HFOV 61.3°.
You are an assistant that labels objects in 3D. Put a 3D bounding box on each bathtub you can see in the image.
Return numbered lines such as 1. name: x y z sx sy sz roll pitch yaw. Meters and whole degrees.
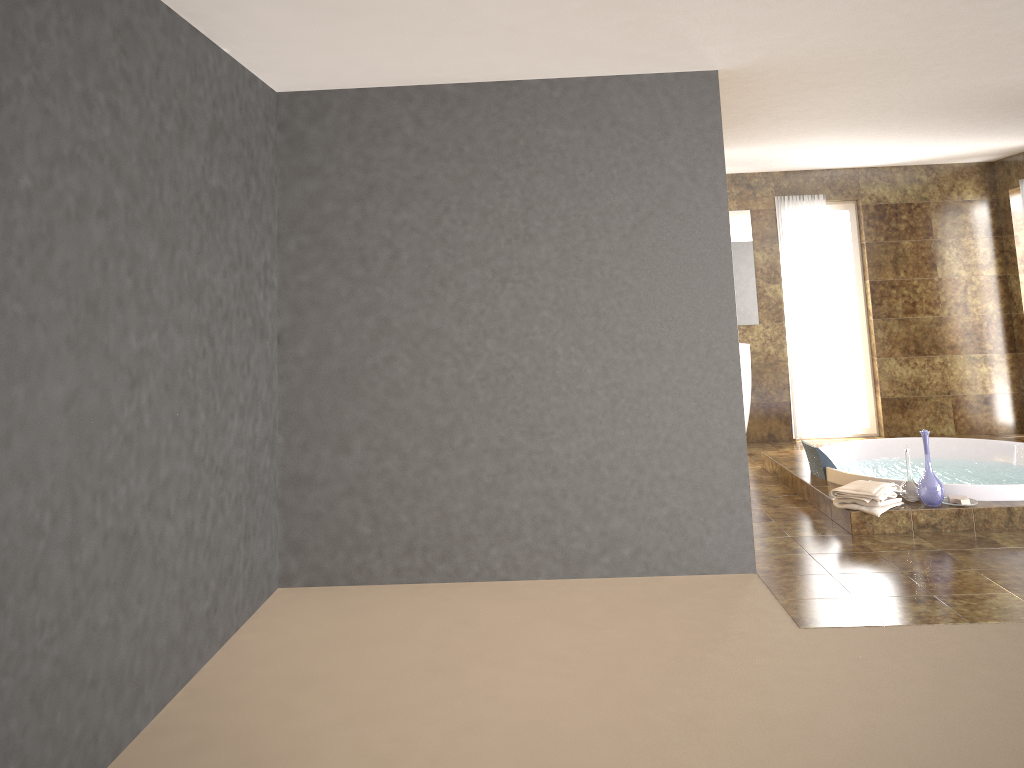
1. bathtub: 2.907 0.633 5.721 1.739 0.529 1.749 0 5 33

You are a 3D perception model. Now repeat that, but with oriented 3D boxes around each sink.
1. sink: 1.931 -0.004 7.780 0.458 1.153 0.428 -3 -6 5

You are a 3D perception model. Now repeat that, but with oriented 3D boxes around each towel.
1. towel: 2.007 0.634 4.904 0.321 0.152 0.336 -5 4 -43

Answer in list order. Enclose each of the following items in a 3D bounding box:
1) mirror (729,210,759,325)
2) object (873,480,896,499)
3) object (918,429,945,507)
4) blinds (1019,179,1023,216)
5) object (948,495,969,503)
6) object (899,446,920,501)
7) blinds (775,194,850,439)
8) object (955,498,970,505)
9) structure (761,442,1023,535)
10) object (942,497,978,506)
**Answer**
1. mirror: 1.898 -1.089 8.148 0.767 1.108 0.008 -2 -8 2
2. object: 2.171 0.625 5.102 0.170 0.076 0.168 -3 3 -16
3. object: 2.345 0.468 4.865 0.136 0.426 0.133 -3 -7 10
4. blinds: 4.548 -0.653 7.321 0.069 2.310 0.473 -3 -7 2
5. object: 2.504 0.647 4.850 0.100 0.033 0.061 -1 2 17
6. object: 2.296 0.514 4.995 0.130 0.313 0.127 -3 -6 10
7. blinds: 2.775 -0.648 8.023 0.519 2.298 0.066 -2 -8 2
8. object: 2.494 0.650 4.780 0.053 0.034 0.073 -2 3 3
9. structure: 2.909 0.641 5.721 2.003 0.125 1.992 -2 5 2
10. object: 2.501 0.664 4.837 0.190 0.019 0.188 -3 5 -9
